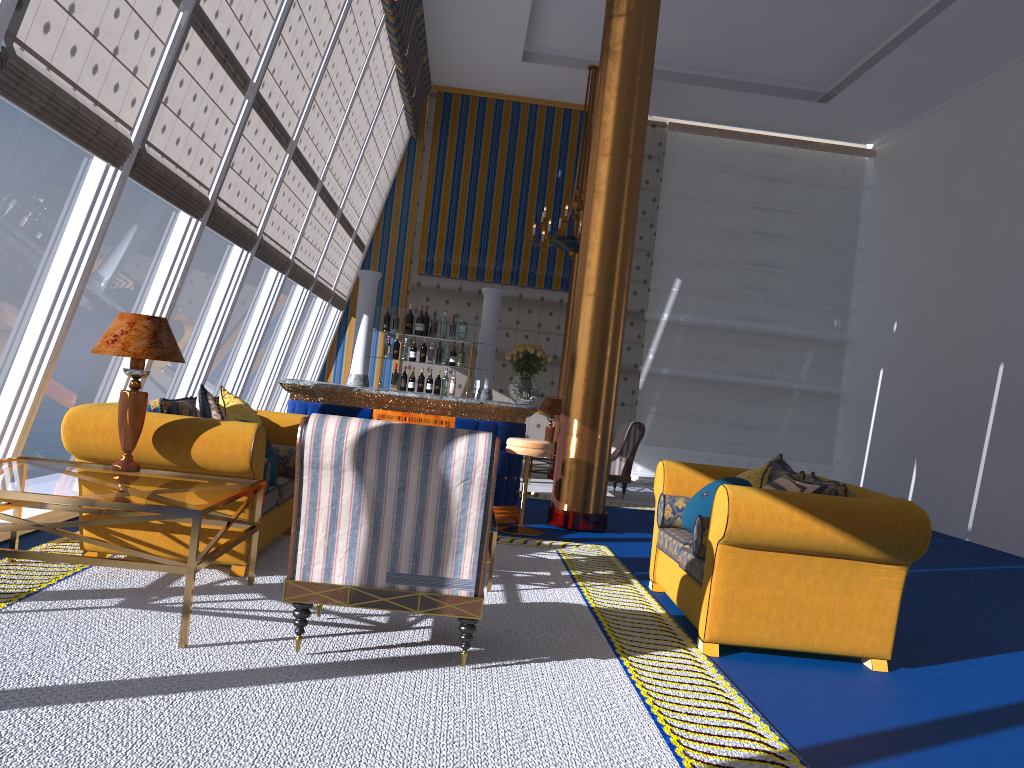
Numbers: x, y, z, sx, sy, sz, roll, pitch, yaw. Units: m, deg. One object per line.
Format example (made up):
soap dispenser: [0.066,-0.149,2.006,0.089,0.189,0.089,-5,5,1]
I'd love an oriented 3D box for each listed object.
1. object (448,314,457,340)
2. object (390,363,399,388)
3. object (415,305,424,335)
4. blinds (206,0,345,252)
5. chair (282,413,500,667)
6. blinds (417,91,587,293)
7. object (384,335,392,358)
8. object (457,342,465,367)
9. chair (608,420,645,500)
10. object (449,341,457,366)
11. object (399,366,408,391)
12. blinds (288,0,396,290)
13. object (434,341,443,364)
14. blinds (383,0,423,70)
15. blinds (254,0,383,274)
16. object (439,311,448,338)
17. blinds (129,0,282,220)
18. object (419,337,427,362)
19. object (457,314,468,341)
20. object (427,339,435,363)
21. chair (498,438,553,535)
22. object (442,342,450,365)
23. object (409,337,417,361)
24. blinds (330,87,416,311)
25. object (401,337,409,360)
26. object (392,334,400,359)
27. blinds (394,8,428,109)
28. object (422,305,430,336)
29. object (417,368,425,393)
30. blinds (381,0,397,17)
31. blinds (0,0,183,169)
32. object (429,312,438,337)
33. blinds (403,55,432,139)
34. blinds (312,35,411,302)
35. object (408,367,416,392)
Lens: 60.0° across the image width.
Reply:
object: [-0.586,-0.567,8.805,0.073,0.246,0.071,7,0,-44]
object: [-1.146,-0.082,8.687,0.072,0.242,0.070,6,0,-22]
object: [-0.901,-0.628,8.724,0.085,0.302,0.085,6,0,-9]
blinds: [-1.690,-2.814,7.268,0.876,3.394,1.363,6,0,-3]
chair: [-0.498,0.636,3.811,0.795,0.966,0.783,6,0,-3]
blinds: [-0.011,-3.054,14.065,2.665,2.990,0.152,6,0,-4]
object: [-1.206,-0.363,8.652,0.067,0.225,0.065,6,0,-34]
object: [-0.501,-0.292,8.824,0.071,0.244,0.072,6,0,17]
chair: [1.171,0.908,11.092,0.785,0.966,0.793,6,0,-3]
object: [-0.581,-0.300,8.815,0.069,0.244,0.068,6,0,-22]
object: [-1.062,-0.055,8.729,0.065,0.244,0.065,6,0,0]
blinds: [-1.850,-2.795,10.262,0.876,3.394,1.363,6,0,-3]
object: [-0.722,-0.312,8.782,0.072,0.232,0.071,6,0,-25]
blinds: [-1.269,-4.270,10.160,0.339,0.830,1.522,6,-1,-3]
blinds: [-1.772,-2.804,8.795,0.876,3.394,1.363,6,0,-3]
object: [-0.672,-0.588,8.761,0.069,0.271,0.069,6,0,7]
blinds: [-1.610,-2.823,5.774,0.876,3.394,1.363,6,0,-3]
object: [-0.871,-0.336,8.736,0.066,0.244,0.065,6,0,-22]
object: [-0.490,-0.564,8.853,0.092,0.259,0.091,6,0,-20]
object: [-0.793,-0.325,8.745,0.057,0.239,0.056,6,0,-29]
chair: [0.110,0.856,7.505,0.402,0.782,0.394,6,0,-33]
object: [-0.652,-0.304,8.809,0.059,0.230,0.058,7,0,-44]
object: [-0.966,-0.343,8.712,0.069,0.244,0.068,6,0,-22]
blinds: [-2.012,-2.776,13.281,0.876,3.394,1.363,6,0,-3]
object: [-1.044,-0.348,8.704,0.059,0.230,0.058,7,0,-44]
object: [-1.130,-0.365,8.684,0.066,0.244,0.065,6,0,-22]
blinds: [-1.351,-4.260,11.695,0.339,0.830,1.522,6,-1,-3]
object: [-0.853,-0.623,8.753,0.081,0.303,0.081,6,0,13]
object: [-0.894,-0.040,8.747,0.066,0.244,0.065,6,0,-22]
blinds: [-1.186,-4.279,8.620,0.339,0.830,1.522,6,-1,-3]
blinds: [-1.531,-2.833,4.286,0.876,3.394,1.363,6,0,-3]
object: [-0.771,-0.584,8.760,0.077,0.247,0.075,6,0,-40]
blinds: [-1.433,-4.250,13.234,0.339,0.830,1.522,6,-1,-3]
blinds: [-1.933,-2.786,11.801,0.876,3.394,1.363,6,0,-3]
object: [-0.982,-0.046,8.737,0.069,0.244,0.068,6,0,-22]
